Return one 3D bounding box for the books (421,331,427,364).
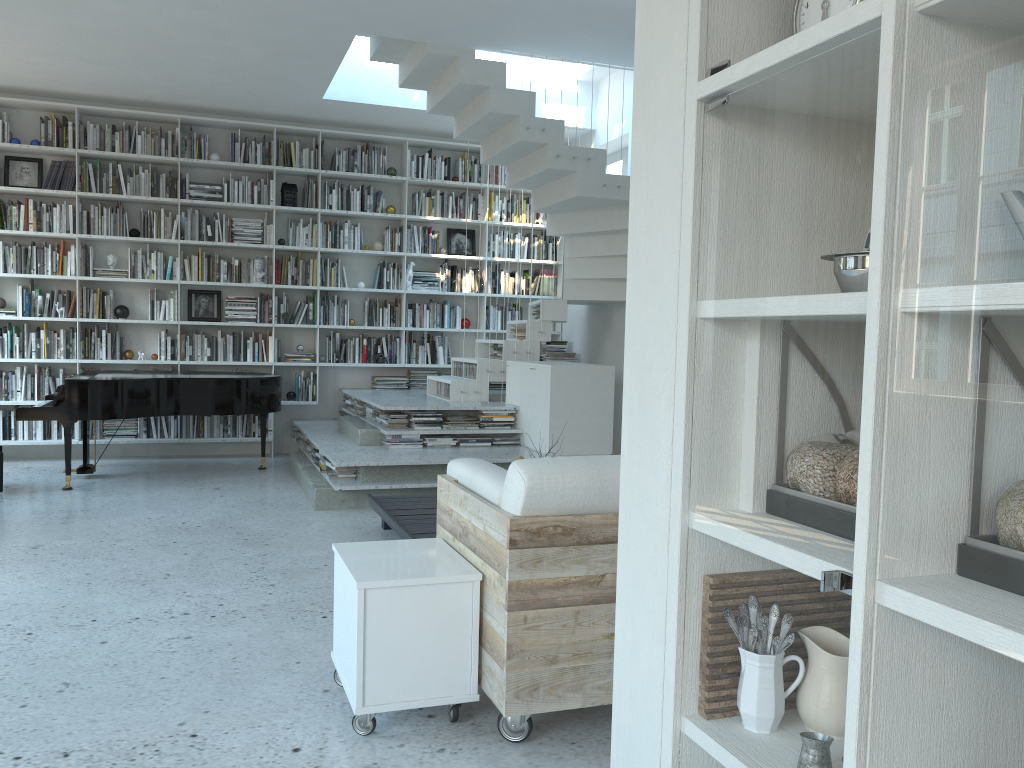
[{"bbox_3d":[-0.903,-0.372,9.084,0.014,0.333,0.168,0,4,-19],"label":"books"}]

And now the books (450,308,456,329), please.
[{"bbox_3d":[-0.617,-0.679,9.171,0.037,0.219,0.139,0,4,-19],"label":"books"}]

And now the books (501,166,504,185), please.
[{"bbox_3d":[-0.122,-2.155,9.220,0.023,0.244,0.182,0,4,-19],"label":"books"}]

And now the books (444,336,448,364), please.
[{"bbox_3d":[-0.699,-0.348,9.153,0.025,0.287,0.160,0,4,-19],"label":"books"}]

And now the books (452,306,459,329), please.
[{"bbox_3d":[-0.585,-0.687,9.173,0.025,0.236,0.181,0,4,-19],"label":"books"}]

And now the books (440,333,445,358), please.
[{"bbox_3d":[-0.724,-0.368,9.166,0.012,0.326,0.136,0,4,-19],"label":"books"}]

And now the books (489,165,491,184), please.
[{"bbox_3d":[-0.245,-2.191,9.166,0.011,0.314,0.172,0,4,-19],"label":"books"}]

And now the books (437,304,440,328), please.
[{"bbox_3d":[-0.778,-0.694,9.110,0.026,0.247,0.165,0,4,-19],"label":"books"}]

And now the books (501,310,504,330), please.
[{"bbox_3d":[-0.117,-0.671,9.346,0.025,0.208,0.149,0,4,-19],"label":"books"}]

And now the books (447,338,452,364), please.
[{"bbox_3d":[-0.662,-0.341,9.177,0.062,0.274,0.148,0,4,-19],"label":"books"}]

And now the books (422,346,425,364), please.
[{"bbox_3d":[-0.925,-0.299,9.085,0.024,0.185,0.149,0,4,-19],"label":"books"}]

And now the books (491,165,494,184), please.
[{"bbox_3d":[-0.225,-2.172,9.189,0.022,0.275,0.159,0,4,-19],"label":"books"}]

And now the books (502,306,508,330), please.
[{"bbox_3d":[-0.083,-0.689,9.329,0.027,0.249,0.184,0,4,-19],"label":"books"}]

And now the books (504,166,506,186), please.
[{"bbox_3d":[-0.094,-2.186,9.229,0.012,0.306,0.184,0,4,-19],"label":"books"}]

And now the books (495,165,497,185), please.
[{"bbox_3d":[-0.183,-2.177,9.199,0.013,0.286,0.150,0,4,-19],"label":"books"}]

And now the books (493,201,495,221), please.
[{"bbox_3d":[-0.213,-1.766,9.134,0.024,0.205,0.165,0,4,-19],"label":"books"}]

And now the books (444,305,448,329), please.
[{"bbox_3d":[-0.700,-0.691,9.117,0.023,0.244,0.189,0,4,-19],"label":"books"}]

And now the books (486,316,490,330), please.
[{"bbox_3d":[-0.296,-0.705,9.280,0.085,0.278,0.159,0,4,-19],"label":"books"}]

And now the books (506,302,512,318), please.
[{"bbox_3d":[-0.034,-0.714,9.374,0.013,0.297,0.141,0,4,-19],"label":"books"}]

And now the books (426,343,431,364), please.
[{"bbox_3d":[-0.874,-0.314,9.098,0.052,0.217,0.184,0,4,-19],"label":"books"}]

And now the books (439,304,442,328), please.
[{"bbox_3d":[-0.752,-0.694,9.098,0.014,0.249,0.177,0,4,-19],"label":"books"}]

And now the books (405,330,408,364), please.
[{"bbox_3d":[-1.086,-0.376,9.026,0.014,0.337,0.131,0,4,-19],"label":"books"}]

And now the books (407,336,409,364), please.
[{"bbox_3d":[-1.074,-0.351,9.035,0.015,0.287,0.138,0,4,-19],"label":"books"}]

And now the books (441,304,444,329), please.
[{"bbox_3d":[-0.725,-0.698,9.134,0.012,0.254,0.160,0,4,-19],"label":"books"}]

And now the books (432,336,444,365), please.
[{"bbox_3d":[-0.762,-0.348,9.094,0.075,0.291,0.255,0,4,-19],"label":"books"}]

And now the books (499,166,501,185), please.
[{"bbox_3d":[-0.153,-2.148,9.202,0.022,0.229,0.174,0,4,-19],"label":"books"}]

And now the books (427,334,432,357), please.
[{"bbox_3d":[-0.851,-0.359,9.126,0.010,0.304,0.131,0,4,-19],"label":"books"}]

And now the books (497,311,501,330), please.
[{"bbox_3d":[-0.161,-0.667,9.318,0.029,0.201,0.172,0,4,-19],"label":"books"}]

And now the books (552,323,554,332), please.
[{"bbox_3d":[0.413,-0.682,9.538,0.022,0.237,0.152,0,4,-19],"label":"books"}]

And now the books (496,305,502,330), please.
[{"bbox_3d":[-0.142,-0.701,9.343,0.024,0.267,0.133,0,4,-19],"label":"books"}]

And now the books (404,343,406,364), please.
[{"bbox_3d":[-1.113,-0.311,9.005,0.027,0.208,0.163,0,4,-19],"label":"books"}]

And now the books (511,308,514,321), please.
[{"bbox_3d":[-0.020,-0.681,9.375,0.014,0.230,0.172,0,4,-19],"label":"books"}]

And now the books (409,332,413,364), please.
[{"bbox_3d":[-1.033,-0.371,9.059,0.013,0.327,0.130,0,4,-19],"label":"books"}]

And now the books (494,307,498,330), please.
[{"bbox_3d":[-0.186,-0.688,9.313,0.022,0.242,0.151,0,4,-19],"label":"books"}]

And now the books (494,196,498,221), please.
[{"bbox_3d":[-0.186,-1.794,9.133,0.026,0.263,0.189,0,4,-19],"label":"books"}]

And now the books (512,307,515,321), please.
[{"bbox_3d":[-0.006,-0.688,9.397,0.027,0.242,0.131,0,4,-19],"label":"books"}]

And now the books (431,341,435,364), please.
[{"bbox_3d":[-0.826,-0.325,9.118,0.031,0.239,0.171,0,4,-19],"label":"books"}]

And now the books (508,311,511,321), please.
[{"bbox_3d":[-0.054,-0.667,9.371,0.027,0.201,0.164,0,4,-19],"label":"books"}]

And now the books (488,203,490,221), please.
[{"bbox_3d":[-0.258,-1.811,9.140,0.036,0.294,0.135,0,4,-19],"label":"books"}]

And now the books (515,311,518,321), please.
[{"bbox_3d":[0.025,-0.667,9.380,0.021,0.205,0.174,0,4,-19],"label":"books"}]

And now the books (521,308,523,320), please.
[{"bbox_3d":[0.079,-0.685,9.414,0.013,0.240,0.166,0,4,-19],"label":"books"}]

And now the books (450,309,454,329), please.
[{"bbox_3d":[-0.644,-0.670,9.146,0.030,0.201,0.189,0,4,-19],"label":"books"}]

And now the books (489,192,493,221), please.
[{"bbox_3d":[-0.228,-1.810,9.125,0.010,0.294,0.183,0,4,-19],"label":"books"}]

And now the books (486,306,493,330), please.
[{"bbox_3d":[-0.240,-0.692,9.285,0.024,0.252,0.175,0,4,-19],"label":"books"}]

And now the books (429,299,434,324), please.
[{"bbox_3d":[-0.826,-0.720,9.084,0.013,0.299,0.147,0,4,-19],"label":"books"}]

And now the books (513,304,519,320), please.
[{"bbox_3d":[0.039,-0.707,9.391,0.011,0.285,0.161,0,4,-19],"label":"books"}]

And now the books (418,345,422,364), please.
[{"bbox_3d":[-0.953,-0.301,9.082,0.030,0.188,0.139,0,4,-19],"label":"books"}]

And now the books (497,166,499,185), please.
[{"bbox_3d":[-0.167,-2.168,9.192,0.012,0.269,0.184,0,4,-19],"label":"books"}]

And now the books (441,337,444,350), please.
[{"bbox_3d":[-0.734,-0.348,9.158,0.012,0.285,0.159,0,4,-19],"label":"books"}]

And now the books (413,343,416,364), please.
[{"bbox_3d":[-1.014,-0.314,9.058,0.023,0.214,0.163,0,4,-19],"label":"books"}]

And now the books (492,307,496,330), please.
[{"bbox_3d":[-0.214,-0.685,9.303,0.037,0.236,0.153,0,4,-19],"label":"books"}]

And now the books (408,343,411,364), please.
[{"bbox_3d":[-1.056,-0.315,9.056,0.033,0.213,0.140,0,4,-19],"label":"books"}]

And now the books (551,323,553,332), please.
[{"bbox_3d":[0.394,-0.654,9.522,0.028,0.181,0.166,0,4,-19],"label":"books"}]

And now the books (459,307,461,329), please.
[{"bbox_3d":[-0.561,-0.681,9.183,0.027,0.223,0.170,0,4,-19],"label":"books"}]

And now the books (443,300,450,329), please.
[{"bbox_3d":[-0.677,-0.714,9.127,0.026,0.290,0.181,0,4,-19],"label":"books"}]

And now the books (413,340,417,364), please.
[{"bbox_3d":[-0.993,-0.328,9.053,0.015,0.244,0.156,0,4,-19],"label":"books"}]

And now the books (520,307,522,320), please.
[{"bbox_3d":[0.066,-0.692,9.413,0.012,0.254,0.160,0,4,-19],"label":"books"}]

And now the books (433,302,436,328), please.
[{"bbox_3d":[-0.809,-0.701,9.073,0.012,0.262,0.186,0,4,-19],"label":"books"}]

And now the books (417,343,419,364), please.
[{"bbox_3d":[-0.978,-0.312,9.072,0.025,0.210,0.137,0,4,-19],"label":"books"}]
